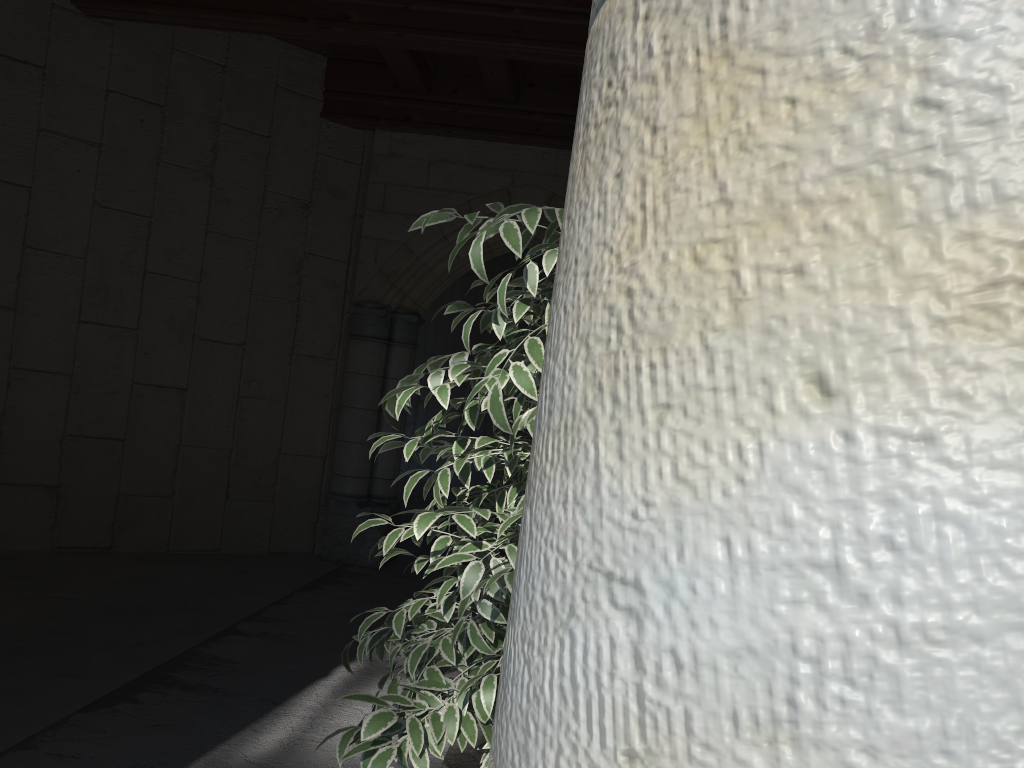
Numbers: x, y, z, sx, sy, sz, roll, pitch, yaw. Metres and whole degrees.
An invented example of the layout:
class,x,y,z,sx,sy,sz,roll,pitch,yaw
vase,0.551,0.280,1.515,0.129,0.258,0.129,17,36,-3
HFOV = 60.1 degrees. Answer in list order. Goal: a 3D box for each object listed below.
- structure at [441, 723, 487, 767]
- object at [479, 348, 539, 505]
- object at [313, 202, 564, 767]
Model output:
class,x,y,z,sx,sy,sz,roll,pitch,yaw
structure,1.155,1.049,3.151,2.571,0.810,1.462,8,-1,6
object,0.218,0.553,4.830,0.784,1.619,0.753,8,1,37
object,0.092,0.451,1.477,0.787,1.619,0.751,8,1,2
